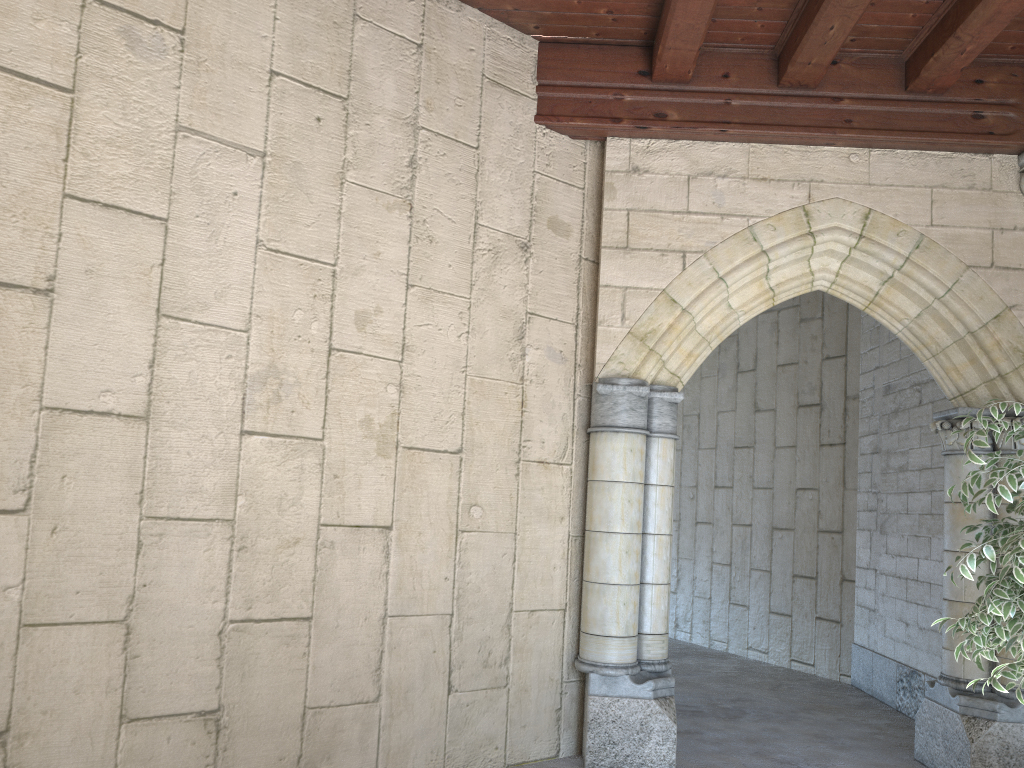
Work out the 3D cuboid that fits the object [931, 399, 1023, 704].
[{"bbox_3d":[1.853,0.856,2.963,0.787,1.611,0.754,0,-7,33],"label":"object"}]
